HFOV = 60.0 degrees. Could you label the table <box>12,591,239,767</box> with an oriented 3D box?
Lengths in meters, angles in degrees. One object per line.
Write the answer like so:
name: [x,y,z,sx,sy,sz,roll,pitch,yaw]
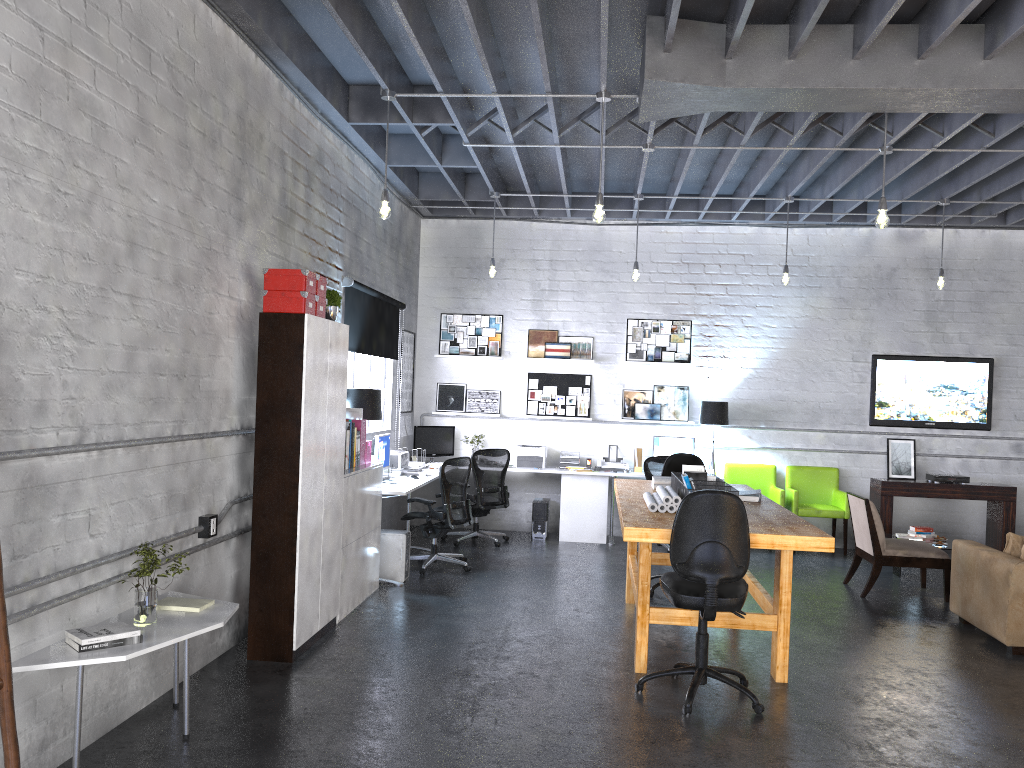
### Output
table: [-1.602,1.344,3.939,0.517,0.532,1.336,2,0,6]

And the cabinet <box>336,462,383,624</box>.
cabinet: [-1.351,1.135,6.677,0.465,1.021,1.151,2,0,6]

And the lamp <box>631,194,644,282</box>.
lamp: [1.268,-1.474,8.987,0.104,0.878,0.104,2,0,6]

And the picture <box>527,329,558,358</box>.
picture: [0.361,-0.466,10.411,0.355,0.343,0.042,2,0,6]

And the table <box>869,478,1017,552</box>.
table: [4.737,1.496,9.810,1.410,0.820,0.403,2,0,6]

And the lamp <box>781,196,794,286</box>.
lamp: [2.743,-1.419,8.843,0.104,0.878,0.104,2,0,6]

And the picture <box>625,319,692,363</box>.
picture: [1.700,-0.497,10.272,0.749,0.503,0.058,2,0,6]

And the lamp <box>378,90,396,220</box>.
lamp: [-0.870,-1.581,6.153,0.104,0.878,0.104,2,0,6]

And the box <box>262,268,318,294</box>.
box: [-1.324,-0.610,5.298,0.270,0.131,0.206,2,0,6]

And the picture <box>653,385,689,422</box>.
picture: [1.841,0.224,10.267,0.410,0.408,0.047,2,0,6]

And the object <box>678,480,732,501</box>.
object: [1.273,0.733,5.875,0.316,0.156,0.306,2,0,6]

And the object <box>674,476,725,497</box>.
object: [1.303,0.737,6.181,0.316,0.156,0.306,2,0,6]

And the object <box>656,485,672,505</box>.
object: [0.989,0.721,5.779,0.057,0.057,0.635,2,-1,6]

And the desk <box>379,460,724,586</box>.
desk: [0.411,1.340,8.778,3.574,0.785,3.299,2,0,6]

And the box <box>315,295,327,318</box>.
box: [-1.308,-0.478,5.506,0.270,0.131,0.206,2,0,6]

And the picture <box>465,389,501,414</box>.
picture: [-0.341,0.209,10.480,0.410,0.277,0.036,2,0,6]

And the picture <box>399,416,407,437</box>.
picture: [-1.222,0.475,9.927,0.036,0.221,0.289,2,0,6]

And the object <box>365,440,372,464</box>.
object: [-1.257,0.544,7.147,0.214,0.177,0.161,2,0,6]

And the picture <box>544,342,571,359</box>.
picture: [0.535,-0.387,10.376,0.311,0.196,0.029,2,0,6]

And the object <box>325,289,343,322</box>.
object: [-1.230,-0.524,5.986,0.169,0.240,0.171,2,0,5]

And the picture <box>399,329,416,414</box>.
picture: [-1.191,-0.136,10.089,0.020,0.935,0.658,2,0,6]

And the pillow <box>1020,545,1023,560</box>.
pillow: [3.850,1.268,6.117,0.704,0.402,0.291,2,0,6]

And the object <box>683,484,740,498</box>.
object: [1.243,0.728,5.569,0.316,0.156,0.306,2,0,6]

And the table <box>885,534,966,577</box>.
table: [4.207,1.727,8.862,0.873,0.300,0.873,2,0,9]

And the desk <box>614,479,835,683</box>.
desk: [1.281,1.277,6.172,1.115,0.926,2.832,2,0,6]

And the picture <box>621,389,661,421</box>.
picture: [1.504,0.243,10.291,0.452,0.345,0.054,2,0,6]

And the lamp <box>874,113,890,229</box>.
lamp: [2.448,-1.459,5.829,0.104,0.878,0.104,2,0,6]

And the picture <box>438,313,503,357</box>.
picture: [-0.487,-0.578,10.486,0.749,0.503,0.058,2,0,6]

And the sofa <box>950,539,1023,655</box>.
sofa: [4.509,1.549,6.298,2.330,0.628,1.104,2,0,6]

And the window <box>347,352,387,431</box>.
window: [-1.440,-0.147,8.516,0.030,1.220,1.822,2,0,6]

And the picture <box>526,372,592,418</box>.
picture: [0.550,0.129,10.387,0.749,0.503,0.058,2,0,6]

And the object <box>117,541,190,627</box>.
object: [-1.602,0.897,3.966,0.297,0.363,0.271,2,0,41]

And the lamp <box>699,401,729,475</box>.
lamp: [2.274,0.613,10.018,0.333,0.832,0.333,2,0,-33]

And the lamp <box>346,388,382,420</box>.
lamp: [-1.265,0.455,7.463,0.333,0.832,0.333,2,0,-33]

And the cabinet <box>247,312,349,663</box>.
cabinet: [-1.335,0.612,5.631,0.291,2.047,0.873,2,0,6]

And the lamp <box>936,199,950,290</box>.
lamp: [4.223,-1.365,8.699,0.104,0.878,0.104,2,1,-41]

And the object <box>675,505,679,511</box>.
object: [1.071,0.773,5.771,0.058,0.057,0.635,2,-1,6]

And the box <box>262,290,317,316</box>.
box: [-1.329,-0.480,5.299,0.270,0.131,0.206,2,0,6]

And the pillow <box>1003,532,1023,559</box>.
pillow: [3.732,1.265,6.342,0.523,0.403,0.319,2,0,25]

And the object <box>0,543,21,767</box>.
object: [-1.780,0.532,2.821,0.320,2.121,0.425,2,0,6]

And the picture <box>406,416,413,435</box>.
picture: [-1.188,0.479,10.273,0.036,0.221,0.289,2,0,6]

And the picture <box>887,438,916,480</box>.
picture: [4.388,0.846,9.992,0.308,0.457,0.092,2,0,6]

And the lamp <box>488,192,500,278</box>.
lamp: [-0.189,-1.527,9.129,0.104,0.878,0.104,2,0,6]

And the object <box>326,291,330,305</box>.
object: [-1.291,-0.528,5.842,0.171,0.240,0.169,2,0,45]

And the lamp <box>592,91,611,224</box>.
lamp: [0.604,-1.527,6.009,0.104,0.878,0.104,2,0,6]

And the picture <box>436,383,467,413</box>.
picture: [-0.722,0.162,10.520,0.355,0.343,0.042,2,0,6]

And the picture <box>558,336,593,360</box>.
picture: [0.742,-0.419,10.372,0.410,0.277,0.036,2,0,6]

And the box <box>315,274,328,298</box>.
box: [-1.305,-0.608,5.505,0.268,0.133,0.206,2,0,6]
